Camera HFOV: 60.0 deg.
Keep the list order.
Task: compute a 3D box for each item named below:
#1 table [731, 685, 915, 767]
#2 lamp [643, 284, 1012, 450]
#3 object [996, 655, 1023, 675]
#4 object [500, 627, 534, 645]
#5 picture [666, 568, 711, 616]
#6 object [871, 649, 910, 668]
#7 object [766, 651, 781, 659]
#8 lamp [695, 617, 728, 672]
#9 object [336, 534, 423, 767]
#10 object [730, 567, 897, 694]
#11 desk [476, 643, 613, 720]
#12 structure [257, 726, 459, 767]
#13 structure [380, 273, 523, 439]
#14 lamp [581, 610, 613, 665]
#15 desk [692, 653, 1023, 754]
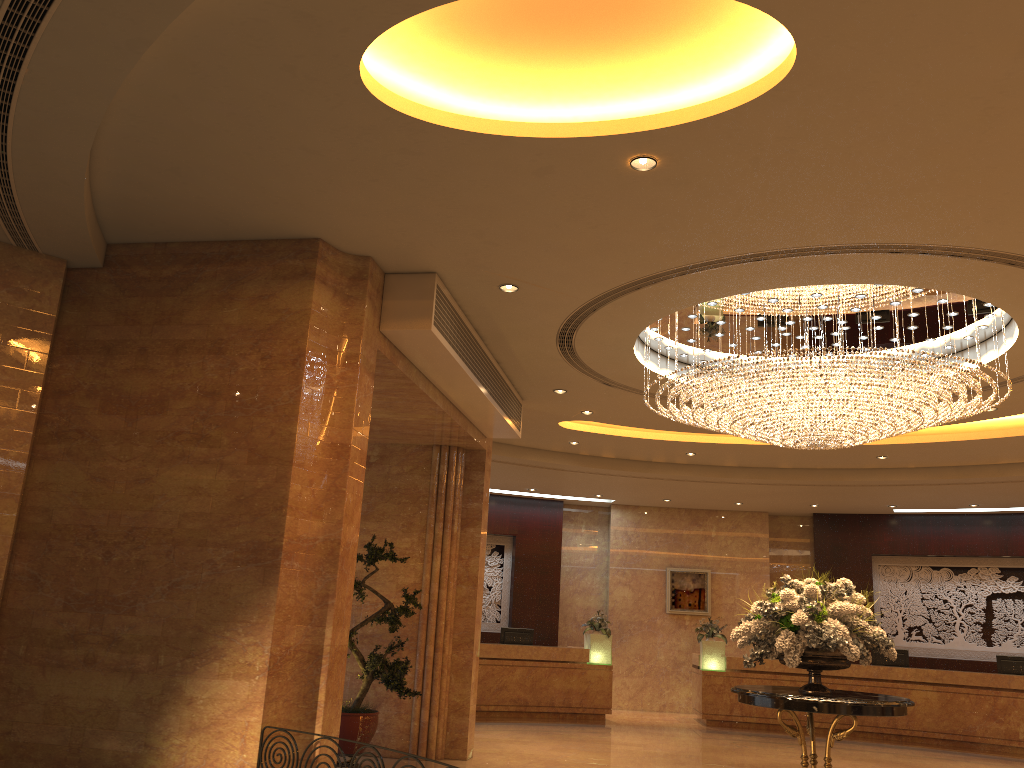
[{"bbox_3d":[2.618,3.179,7.491,1.493,1.089,1.493,2,-15,4],"label":"table"},{"bbox_3d":[2.855,0.008,8.333,3.204,1.196,3.206,16,-20,-40],"label":"lamp"},{"bbox_3d":[8.213,4.675,14.391,0.430,0.500,0.531,8,-16,-16],"label":"object"},{"bbox_3d":[-0.069,4.524,15.531,0.918,0.500,0.397,5,-15,-6],"label":"object"},{"bbox_3d":[3.534,4.150,17.746,0.875,0.890,0.068,3,-15,2],"label":"picture"},{"bbox_3d":[6.533,4.825,15.308,0.430,0.500,0.531,11,-17,-27],"label":"object"},{"bbox_3d":[4.803,4.871,15.847,0.430,0.500,0.531,16,-20,-40],"label":"object"},{"bbox_3d":[3.530,4.587,15.699,0.577,0.925,0.542,0,-15,13],"label":"lamp"},{"bbox_3d":[-1.593,2.788,9.377,1.250,2.363,0.843,5,-15,-8],"label":"object"},{"bbox_3d":[2.662,2.181,7.793,1.277,0.999,1.318,-10,-20,40],"label":"object"},{"bbox_3d":[-0.688,4.965,14.964,5.227,1.155,1.570,10,-16,-24],"label":"desk"},{"bbox_3d":[-1.760,1.553,1.446,3.815,0.995,7.624,-5,-17,29],"label":"structure"},{"bbox_3d":[-0.455,-0.109,8.965,0.425,0.483,4.113,0,-15,11],"label":"structure"},{"bbox_3d":[1.489,4.443,15.599,0.570,0.923,0.580,1,-15,8],"label":"lamp"},{"bbox_3d":[8.492,4.834,12.525,12.951,1.155,3.466,-12,-21,44],"label":"desk"}]
